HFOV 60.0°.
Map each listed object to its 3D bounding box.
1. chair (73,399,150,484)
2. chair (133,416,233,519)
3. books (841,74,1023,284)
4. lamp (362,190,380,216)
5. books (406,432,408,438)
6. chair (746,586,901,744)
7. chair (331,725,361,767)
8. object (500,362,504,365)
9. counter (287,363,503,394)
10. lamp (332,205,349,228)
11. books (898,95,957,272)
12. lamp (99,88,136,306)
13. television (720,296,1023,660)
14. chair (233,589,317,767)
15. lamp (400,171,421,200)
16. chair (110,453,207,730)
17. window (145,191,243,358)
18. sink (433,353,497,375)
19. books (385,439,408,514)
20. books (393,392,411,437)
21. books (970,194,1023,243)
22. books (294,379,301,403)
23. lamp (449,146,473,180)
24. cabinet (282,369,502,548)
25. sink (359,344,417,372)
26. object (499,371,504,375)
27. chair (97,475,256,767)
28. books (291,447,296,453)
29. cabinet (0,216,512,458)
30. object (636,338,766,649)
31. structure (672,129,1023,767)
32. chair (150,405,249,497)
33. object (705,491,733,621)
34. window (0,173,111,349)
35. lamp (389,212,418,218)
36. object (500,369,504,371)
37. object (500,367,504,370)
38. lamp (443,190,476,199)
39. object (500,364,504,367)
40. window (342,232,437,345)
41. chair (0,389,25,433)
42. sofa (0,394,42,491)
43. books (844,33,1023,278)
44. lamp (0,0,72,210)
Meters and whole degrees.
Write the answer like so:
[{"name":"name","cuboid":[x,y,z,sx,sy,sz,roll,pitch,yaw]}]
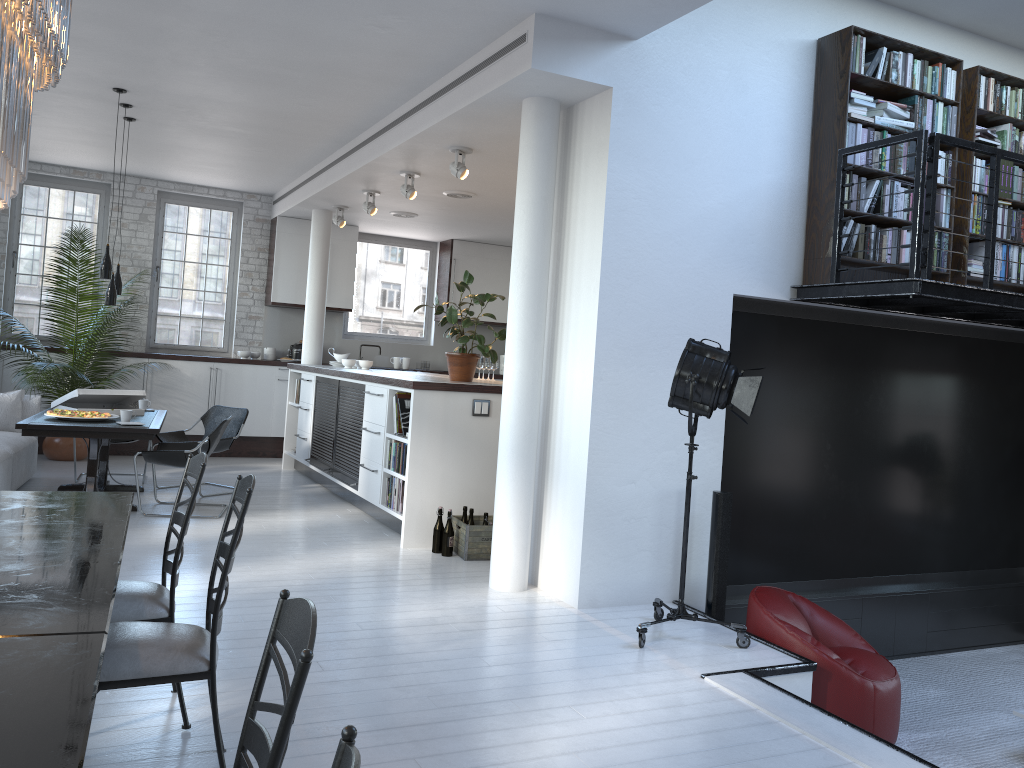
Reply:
[{"name":"chair","cuboid":[-3.792,0.529,8.455,0.670,0.778,0.665,4,0,-21]},{"name":"chair","cuboid":[-2.643,0.639,7.171,0.664,0.778,0.671,4,0,-11]},{"name":"books","cuboid":[3.950,-1.340,4.254,2.203,1.408,4.382,4,1,-27]},{"name":"lamp","cuboid":[-1.429,-1.820,8.951,0.183,0.239,0.183,4,0,-23]},{"name":"books","cuboid":[-0.637,0.383,6.576,0.272,0.054,0.204,3,1,-31]},{"name":"chair","cuboid":[1.719,1.556,4.926,0.831,0.711,0.829,4,1,43]},{"name":"chair","cuboid":[-0.435,0.856,0.821,0.503,0.965,0.496,4,0,-3]},{"name":"object","cuboid":[-0.102,-0.283,12.709,0.153,0.060,0.153,3,1,-26]},{"name":"counter","cuboid":[-0.990,-0.064,8.527,1.445,0.061,4.205,3,1,-26]},{"name":"lamp","cuboid":[-1.943,-1.880,9.995,0.183,0.239,0.183,4,0,-23]},{"name":"books","cuboid":[4.207,-1.192,4.395,1.597,1.139,4.341,4,1,-27]},{"name":"lamp","cuboid":[-3.293,-1.580,7.416,0.114,1.853,1.056,4,0,-19]},{"name":"television","cuboid":[2.751,0.730,6.316,3.349,2.427,0.117,4,-1,-26]},{"name":"chair","cuboid":[-0.588,0.833,1.353,0.503,0.965,0.496,4,0,-19]},{"name":"lamp","cuboid":[-0.916,-1.760,7.907,0.183,0.239,0.183,4,0,-23]},{"name":"chair","cuboid":[-1.408,0.732,3.222,0.503,0.965,0.497,4,-1,-26]},{"name":"window","cuboid":[-5.524,-1.885,15.349,8.126,6.072,9.156,4,1,-26]},{"name":"sink","cuboid":[-0.596,-0.225,12.302,0.915,0.413,0.434,4,0,-26]},{"name":"books","cuboid":[-0.641,0.566,6.750,0.491,0.798,0.541,4,0,-26]},{"name":"books","cuboid":[-0.784,0.232,6.793,0.186,0.328,0.324,4,0,-26]},{"name":"books","cuboid":[4.439,-1.311,4.476,1.169,1.404,4.389,4,1,-26]},{"name":"books","cuboid":[-2.247,0.062,9.859,0.253,0.323,0.510,4,1,-26]},{"name":"lamp","cuboid":[-0.403,-1.700,6.863,0.183,0.239,0.183,4,0,-23]},{"name":"cabinet","cuboid":[-1.027,0.524,8.508,1.499,1.171,4.174,4,1,-26]},{"name":"sink","cuboid":[-1.488,-0.183,10.244,0.648,0.519,0.547,4,0,-26]},{"name":"object","cuboid":[-0.106,-0.155,12.708,0.153,0.055,0.153,4,1,17]},{"name":"chair","cuboid":[-1.091,0.765,2.752,0.503,0.965,0.496,4,-1,-21]},{"name":"books","cuboid":[-2.261,0.614,9.881,0.293,0.324,0.473,4,1,-29]},{"name":"cabinet","cuboid":[-1.497,-0.424,8.418,7.220,3.002,7.308,3,1,-26]},{"name":"object","cuboid":[1.013,0.553,4.626,0.545,1.579,0.610,4,-1,18]},{"name":"structure","cuboid":[3.508,0.371,4.079,4.611,3.354,4.494,4,1,-26]},{"name":"chair","cuboid":[-2.858,0.600,8.195,0.671,0.778,0.664,4,0,29]},{"name":"object","cuboid":[1.201,1.252,5.279,0.157,1.221,0.157,3,-1,45]},{"name":"window","cuboid":[-5.352,-1.436,10.416,1.032,1.992,0.133,4,-1,-26]},{"name":"lamp","cuboid":[-1.247,-1.948,10.206,0.329,0.025,0.328,5,2,39]},{"name":"object","cuboid":[-0.104,-0.191,12.705,0.153,0.074,0.153,4,1,-23]},{"name":"object","cuboid":[-0.103,-0.221,12.705,0.153,0.062,0.153,4,1,3]},{"name":"lamp","cuboid":[-0.518,-1.863,8.723,0.328,0.025,0.329,3,1,-21]},{"name":"object","cuboid":[-0.102,-0.253,12.707,0.154,0.075,0.152,5,1,31]},{"name":"window","cuboid":[-1.690,-1.304,12.220,1.297,1.459,0.133,4,-1,-26]},{"name":"chair","cuboid":[-4.620,0.256,8.023,0.220,0.438,0.457,4,0,33]},{"name":"sofa","cuboid":[-4.433,0.520,6.985,0.919,0.771,2.659,4,1,-20]},{"name":"books","cuboid":[3.005,-1.460,6.121,2.204,1.423,0.315,4,-1,-26]},{"name":"lamp","cuboid":[-1.213,-1.252,1.905,0.440,1.626,1.273,4,0,-21]}]
